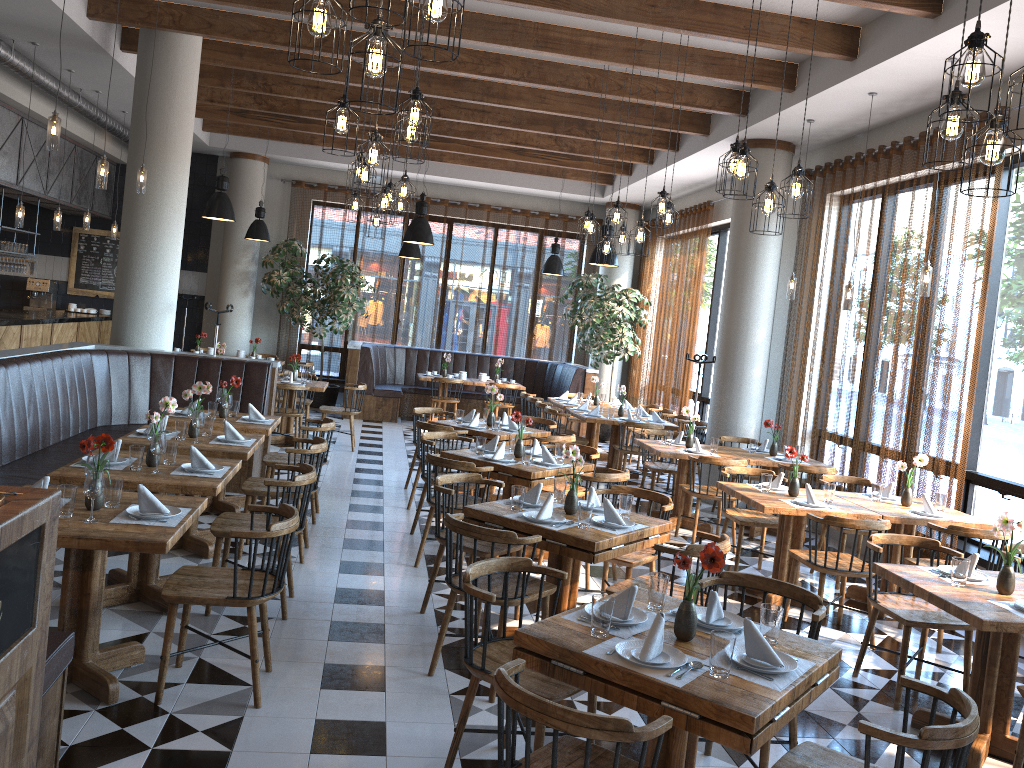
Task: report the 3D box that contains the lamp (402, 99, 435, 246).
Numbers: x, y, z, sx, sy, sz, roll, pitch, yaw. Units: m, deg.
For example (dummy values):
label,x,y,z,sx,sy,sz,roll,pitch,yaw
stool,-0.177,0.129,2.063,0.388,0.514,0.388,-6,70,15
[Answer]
label,x,y,z,sx,sy,sz,roll,pitch,yaw
lamp,-1.020,-2.604,10.549,0.390,1.862,0.391,5,2,-21

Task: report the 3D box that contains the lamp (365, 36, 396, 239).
label,x,y,z,sx,sy,sz,roll,pitch,yaw
lamp,-1.232,-2.457,8.655,0.175,2.068,0.175,6,2,9

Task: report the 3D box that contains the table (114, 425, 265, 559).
label,x,y,z,sx,sy,sz,roll,pitch,yaw
table,-2.233,0.751,6.112,0.849,0.763,0.852,6,3,-9

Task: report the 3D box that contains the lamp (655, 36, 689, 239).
label,x,y,z,sx,sy,sz,roll,pitch,yaw
lamp,1.402,-2.256,7.397,0.175,2.068,0.175,6,2,-1

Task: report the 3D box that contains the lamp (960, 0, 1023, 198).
label,x,y,z,sx,sy,sz,roll,pitch,yaw
lamp,1.872,-1.732,3.251,0.175,2.068,0.175,6,2,4

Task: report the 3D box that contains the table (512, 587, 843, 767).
label,x,y,z,sx,sy,sz,roll,pitch,yaw
table,0.557,1.269,3.104,0.866,0.763,0.863,8,4,36

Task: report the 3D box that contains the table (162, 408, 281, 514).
label,x,y,z,sx,sy,sz,roll,pitch,yaw
table,-2.394,0.656,7.203,0.849,0.763,0.852,6,3,-9

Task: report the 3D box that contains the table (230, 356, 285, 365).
label,x,y,z,sx,sy,sz,roll,pitch,yaw
table,-4.037,0.008,13.739,0.849,0.763,0.852,6,3,-9

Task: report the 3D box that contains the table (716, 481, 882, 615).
label,x,y,z,sx,sy,sz,roll,pitch,yaw
table,1.986,1.190,6.362,0.849,0.763,0.852,6,3,-9

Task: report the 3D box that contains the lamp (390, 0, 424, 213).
label,x,y,z,sx,sy,sz,roll,pitch,yaw
lamp,-0.787,-2.435,7.192,0.175,2.068,0.175,7,2,19

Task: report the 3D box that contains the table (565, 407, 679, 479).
label,x,y,z,sx,sy,sz,roll,pitch,yaw
table,1.302,0.781,11.020,1.215,0.763,1.217,6,3,-5

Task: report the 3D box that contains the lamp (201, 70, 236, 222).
label,x,y,z,sx,sy,sz,roll,pitch,yaw
lamp,-3.290,-2.825,10.204,0.390,1.862,0.391,5,2,-31

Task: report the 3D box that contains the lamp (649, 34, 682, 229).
label,x,y,z,sx,sy,sz,roll,pitch,yaw
lamp,1.318,-2.309,7.208,0.175,2.068,0.175,6,2,10

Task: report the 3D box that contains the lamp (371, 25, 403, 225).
label,x,y,z,sx,sy,sz,roll,pitch,yaw
lamp,-0.918,-2.304,7.007,0.175,2.068,0.175,5,2,-38

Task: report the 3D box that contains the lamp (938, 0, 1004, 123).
label,x,y,z,sx,sy,sz,roll,pitch,yaw
lamp,1.718,-1.970,3.098,0.175,2.068,0.175,6,2,4

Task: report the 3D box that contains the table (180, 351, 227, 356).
label,x,y,z,sx,sy,sz,roll,pitch,yaw
table,-4.877,-0.074,13.611,0.849,0.763,0.852,6,3,-9

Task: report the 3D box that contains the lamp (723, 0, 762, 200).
label,x,y,z,sx,sy,sz,roll,pitch,yaw
lamp,1.396,-2.084,4.996,0.175,2.068,0.175,5,2,-25

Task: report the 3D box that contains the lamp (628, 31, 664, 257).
label,x,y,z,sx,sy,sz,roll,pitch,yaw
lamp,1.170,-2.107,7.409,0.175,2.068,0.175,6,2,10

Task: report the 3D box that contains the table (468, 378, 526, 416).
label,x,y,z,sx,sy,sz,roll,pitch,yaw
table,-0.302,0.354,14.546,0.849,0.763,0.852,6,3,-9

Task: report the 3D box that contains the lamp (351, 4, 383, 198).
label,x,y,z,sx,sy,sz,roll,pitch,yaw
lamp,-1.047,-2.482,6.846,0.175,2.068,0.175,8,2,41

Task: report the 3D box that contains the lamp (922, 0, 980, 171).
label,x,y,z,sx,sy,sz,roll,pitch,yaw
lamp,1.826,-1.884,3.460,0.175,2.068,0.175,5,2,-29

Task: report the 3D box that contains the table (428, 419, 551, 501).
label,x,y,z,sx,sy,sz,roll,pitch,yaw
table,-0.252,0.789,8.578,0.866,0.763,0.863,8,4,36

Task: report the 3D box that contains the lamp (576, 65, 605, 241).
label,x,y,z,sx,sy,sz,roll,pitch,yaw
lamp,0.855,-2.484,8.954,0.175,2.068,0.175,5,2,-23

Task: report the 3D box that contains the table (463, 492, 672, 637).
label,x,y,z,sx,sy,sz,roll,pitch,yaw
table,0.282,1.106,4.962,0.866,0.763,0.863,8,4,36

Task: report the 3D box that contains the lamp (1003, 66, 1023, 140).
label,x,y,z,sx,sy,sz,roll,pitch,yaw
lamp,1.908,-1.888,3.032,0.175,2.068,0.175,6,2,-7

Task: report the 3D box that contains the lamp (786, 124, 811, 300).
label,x,y,z,sx,sy,sz,roll,pitch,yaw
lamp,2.854,-1.811,8.730,0.078,1.961,0.078,5,2,-33

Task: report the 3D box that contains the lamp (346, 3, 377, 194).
label,x,y,z,sx,sy,sz,roll,pitch,yaw
lamp,-1.121,-2.560,7.036,0.175,2.068,0.175,5,2,-38

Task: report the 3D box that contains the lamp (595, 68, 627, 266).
label,x,y,z,sx,sy,sz,roll,pitch,yaw
lamp,1.040,-2.226,8.866,0.175,2.068,0.175,5,2,-23

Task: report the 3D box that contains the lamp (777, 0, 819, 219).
label,x,y,z,sx,sy,sz,roll,pitch,yaw
lamp,1.772,-2.015,5.205,0.175,2.068,0.175,8,2,42

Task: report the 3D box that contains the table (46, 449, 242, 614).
label,x,y,z,sx,sy,sz,roll,pitch,yaw
table,-2.074,0.846,5.035,0.849,0.763,0.852,6,3,-9

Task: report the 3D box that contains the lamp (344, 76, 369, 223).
label,x,y,z,sx,sy,sz,roll,pitch,yaw
lamp,-1.435,-2.607,8.610,0.175,2.068,0.175,5,2,-24

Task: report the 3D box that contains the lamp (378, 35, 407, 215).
label,x,y,z,sx,sy,sz,roll,pitch,yaw
lamp,-1.080,-2.658,8.456,0.175,2.068,0.175,6,2,9

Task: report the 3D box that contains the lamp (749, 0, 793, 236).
label,x,y,z,sx,sy,sz,roll,pitch,yaw
lamp,1.575,-1.896,5.084,0.175,2.068,0.175,6,2,-14

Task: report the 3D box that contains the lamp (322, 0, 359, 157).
label,x,y,z,sx,sy,sz,roll,pitch,yaw
lamp,-0.813,-2.259,4.697,0.175,2.068,0.175,7,2,31

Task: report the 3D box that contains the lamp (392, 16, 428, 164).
label,x,y,z,sx,sy,sz,roll,pitch,yaw
lamp,-0.475,-2.285,4.974,0.175,2.068,0.175,5,2,-37

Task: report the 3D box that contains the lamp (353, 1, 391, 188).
label,x,y,z,sx,sy,sz,roll,pitch,yaw
lamp,-0.672,-2.123,4.859,0.175,2.068,0.175,5,2,-25

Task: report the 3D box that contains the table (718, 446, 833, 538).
label,x,y,z,sx,sy,sz,roll,pitch,yaw
table,2.506,1.081,8.667,0.849,0.763,0.852,6,3,-9

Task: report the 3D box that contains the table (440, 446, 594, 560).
label,x,y,z,sx,sy,sz,roll,pitch,yaw
table,0.011,0.945,6.799,0.866,0.763,0.863,8,4,36

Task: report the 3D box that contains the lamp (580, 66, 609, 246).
label,x,y,z,sx,sy,sz,roll,pitch,yaw
lamp,0.876,-2.410,8.749,0.175,2.068,0.175,5,2,-34

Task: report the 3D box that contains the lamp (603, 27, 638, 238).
label,x,y,z,sx,sy,sz,roll,pitch,yaw
lamp,0.966,-2.258,7.368,0.175,2.068,0.175,5,2,-23

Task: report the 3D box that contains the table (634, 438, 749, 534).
label,x,y,z,sx,sy,sz,roll,pitch,yaw
table,1.664,0.999,8.538,0.849,0.763,0.852,6,3,-9

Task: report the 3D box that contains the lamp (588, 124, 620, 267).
label,x,y,z,sx,sy,sz,roll,pitch,yaw
lamp,1.226,-2.386,10.892,0.390,1.862,0.391,5,2,-31

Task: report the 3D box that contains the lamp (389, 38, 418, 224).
label,x,y,z,sx,sy,sz,roll,pitch,yaw
lamp,-1.000,-2.606,8.647,0.175,2.068,0.175,6,2,-2

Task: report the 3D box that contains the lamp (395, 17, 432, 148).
label,x,y,z,sx,sy,sz,roll,pitch,yaw
lamp,-0.433,-2.323,4.767,0.175,2.068,0.175,5,2,-25

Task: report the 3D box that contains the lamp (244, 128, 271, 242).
label,x,y,z,sx,sy,sz,roll,pitch,yaw
lamp,-3.768,-3.109,13.433,0.391,1.862,0.390,8,2,39

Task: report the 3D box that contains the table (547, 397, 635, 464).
label,x,y,z,sx,sy,sz,roll,pitch,yaw
table,1.118,0.672,12.267,1.215,0.763,1.217,6,3,-5

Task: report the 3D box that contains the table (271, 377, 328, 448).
label,x,y,z,sx,sy,sz,roll,pitch,yaw
table,-2.754,0.350,10.908,0.849,0.763,0.852,6,3,-9

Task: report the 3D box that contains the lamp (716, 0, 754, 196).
label,x,y,z,sx,sy,sz,roll,pitch,yaw
lamp,1.407,-2.155,5.203,0.175,2.068,0.175,6,2,-14

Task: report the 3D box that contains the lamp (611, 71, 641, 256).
label,x,y,z,sx,sy,sz,roll,pitch,yaw
lamp,1.216,-2.349,9.013,0.175,2.068,0.175,7,2,34

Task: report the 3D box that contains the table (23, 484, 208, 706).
label,x,y,z,sx,sy,sz,roll,pitch,yaw
table,-1.912,0.942,3.945,0.849,0.763,0.852,6,3,-9

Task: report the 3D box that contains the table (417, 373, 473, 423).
label,x,y,z,sx,sy,sz,roll,pitch,yaw
table,-1.142,0.273,14.418,0.849,0.763,0.852,6,3,-9
